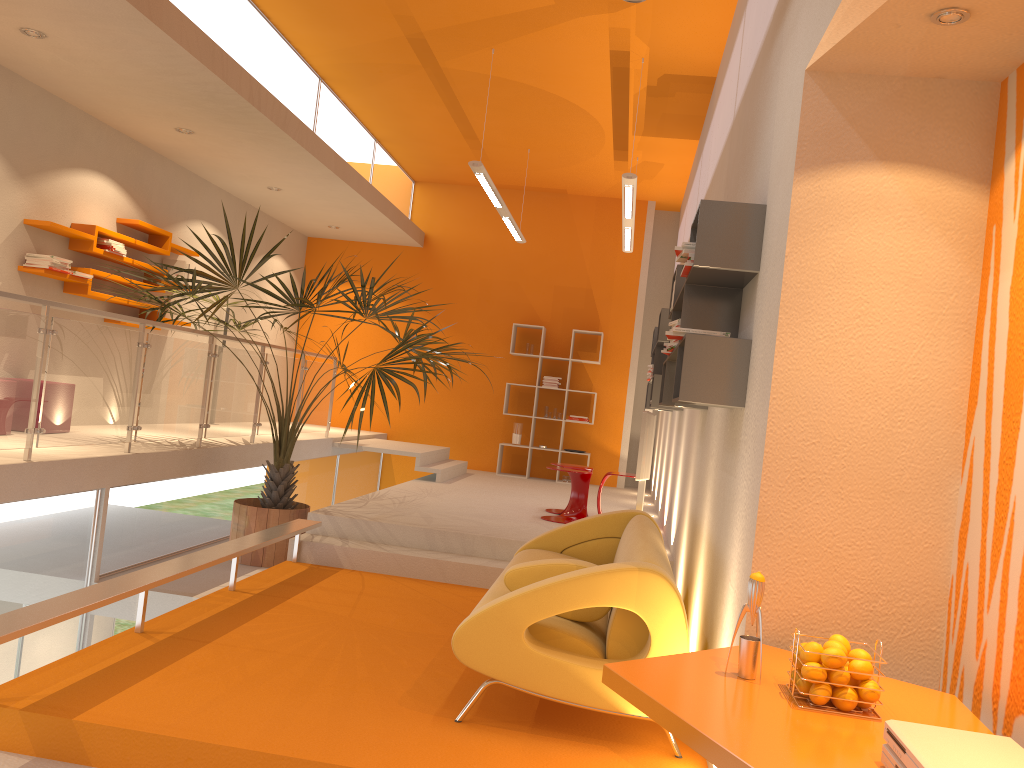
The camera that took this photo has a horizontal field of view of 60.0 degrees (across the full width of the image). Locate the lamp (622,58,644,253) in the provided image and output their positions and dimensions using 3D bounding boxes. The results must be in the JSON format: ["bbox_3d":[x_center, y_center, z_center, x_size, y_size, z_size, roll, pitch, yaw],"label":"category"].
[{"bbox_3d":[1.174,-2.060,8.527,0.120,1.052,3.195,6,-1,7],"label":"lamp"}]

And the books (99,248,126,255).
[{"bbox_3d":[-3.457,-1.132,7.539,0.268,0.011,0.190,6,-1,9],"label":"books"}]

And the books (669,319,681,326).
[{"bbox_3d":[0.908,-0.289,4.352,0.230,0.017,0.226,7,-1,-3],"label":"books"}]

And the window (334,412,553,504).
[{"bbox_3d":[-0.942,2.473,11.074,2.294,4.526,1.860,6,-1,7],"label":"window"}]

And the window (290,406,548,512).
[{"bbox_3d":[-1.475,2.362,10.356,0.993,4.599,4.234,6,-1,39],"label":"window"}]

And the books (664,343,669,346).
[{"bbox_3d":[0.930,-0.191,4.711,0.190,0.015,0.254,6,-1,24],"label":"books"}]

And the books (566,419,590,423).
[{"bbox_3d":[0.860,0.485,11.576,0.296,0.013,0.210,6,-1,7],"label":"books"}]

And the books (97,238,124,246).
[{"bbox_3d":[-3.465,-1.210,7.533,0.230,0.017,0.226,6,-1,7],"label":"books"}]

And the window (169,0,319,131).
[{"bbox_3d":[-2.056,-2.631,7.075,0.006,0.660,2.794,6,-1,7],"label":"window"}]

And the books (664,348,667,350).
[{"bbox_3d":[0.930,-0.163,4.707,0.190,0.011,0.268,6,-1,24],"label":"books"}]

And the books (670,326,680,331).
[{"bbox_3d":[0.895,-0.259,4.363,0.190,0.015,0.254,6,-1,-2],"label":"books"}]

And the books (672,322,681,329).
[{"bbox_3d":[0.893,-0.274,4.355,0.190,0.015,0.254,6,-1,4],"label":"books"}]

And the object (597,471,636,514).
[{"bbox_3d":[0.974,1.026,7.935,0.420,0.450,0.391,6,-1,7],"label":"object"}]

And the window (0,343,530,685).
[{"bbox_3d":[-1.760,1.874,7.623,0.481,5.399,8.922,6,-1,20],"label":"window"}]

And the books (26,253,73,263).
[{"bbox_3d":[-3.561,-0.969,6.832,0.226,0.017,0.230,6,-1,7],"label":"books"}]

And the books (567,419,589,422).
[{"bbox_3d":[0.866,0.473,11.575,0.268,0.011,0.190,6,-1,9],"label":"books"}]

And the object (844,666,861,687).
[{"bbox_3d":[0.859,0.747,2.257,0.051,0.053,0.062,7,-1,-40],"label":"object"}]

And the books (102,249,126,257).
[{"bbox_3d":[-3.463,-1.121,7.545,0.210,0.013,0.297,6,-1,7],"label":"books"}]

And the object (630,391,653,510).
[{"bbox_3d":[1.371,0.662,9.286,0.116,1.317,0.111,6,-1,4],"label":"object"}]

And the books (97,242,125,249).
[{"bbox_3d":[-3.454,-1.177,7.531,0.227,0.017,0.230,6,-1,2],"label":"books"}]

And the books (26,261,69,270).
[{"bbox_3d":[-3.561,-0.906,6.805,0.190,0.015,0.254,6,-1,3],"label":"books"}]

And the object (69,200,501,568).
[{"bbox_3d":[-1.635,0.085,7.101,3.098,2.600,3.241,6,-1,15],"label":"object"}]

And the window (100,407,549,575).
[{"bbox_3d":[-1.487,0.724,8.875,0.908,1.393,6.719,6,-1,27],"label":"window"}]

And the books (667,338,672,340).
[{"bbox_3d":[0.900,-0.218,4.350,0.230,0.017,0.226,7,-1,-3],"label":"books"}]

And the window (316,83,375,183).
[{"bbox_3d":[-1.760,-2.551,9.427,0.006,0.660,1.869,6,-1,7],"label":"window"}]

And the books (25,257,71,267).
[{"bbox_3d":[-3.566,-0.938,6.818,0.230,0.017,0.227,6,-1,2],"label":"books"}]

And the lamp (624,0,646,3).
[{"bbox_3d":[0.401,-2.269,2.389,0.120,1.052,3.195,6,-1,7],"label":"lamp"}]

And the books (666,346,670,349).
[{"bbox_3d":[0.934,-0.176,4.717,0.190,0.015,0.254,6,-1,18],"label":"books"}]

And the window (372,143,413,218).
[{"bbox_3d":[-1.522,-2.487,11.316,0.006,0.660,1.860,6,-1,7],"label":"window"}]

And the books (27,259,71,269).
[{"bbox_3d":[-3.556,-0.920,6.812,0.190,0.015,0.254,6,-1,9],"label":"books"}]

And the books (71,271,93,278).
[{"bbox_3d":[-3.533,-0.889,7.117,0.226,0.017,0.230,6,-1,7],"label":"books"}]

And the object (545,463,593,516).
[{"bbox_3d":[0.539,0.984,8.268,0.391,0.450,0.420,7,-1,-23],"label":"object"}]

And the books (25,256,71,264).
[{"bbox_3d":[-3.569,-0.954,6.820,0.254,0.015,0.190,6,-1,14],"label":"books"}]

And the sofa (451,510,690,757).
[{"bbox_3d":[0.351,1.053,4.408,0.929,0.706,2.081,6,-1,7],"label":"sofa"}]

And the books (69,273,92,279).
[{"bbox_3d":[-3.541,-0.874,7.104,0.254,0.015,0.190,6,-1,14],"label":"books"}]

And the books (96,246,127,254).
[{"bbox_3d":[-3.446,-1.144,7.539,0.254,0.015,0.190,6,-1,3],"label":"books"}]

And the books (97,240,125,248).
[{"bbox_3d":[-3.455,-1.193,7.527,0.190,0.015,0.254,6,-1,14],"label":"books"}]

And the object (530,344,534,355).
[{"bbox_3d":[-1.428,1.937,8.566,0.351,5.384,6.779,6,-1,27],"label":"object"}]

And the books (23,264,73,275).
[{"bbox_3d":[-3.563,-0.881,6.818,0.210,0.013,0.297,6,-1,7],"label":"books"}]

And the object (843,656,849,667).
[{"bbox_3d":[0.872,0.739,2.319,0.053,0.054,0.061,6,-1,-2],"label":"object"}]

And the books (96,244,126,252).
[{"bbox_3d":[-3.451,-1.160,7.543,0.254,0.015,0.190,6,-1,9],"label":"books"}]

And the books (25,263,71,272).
[{"bbox_3d":[-3.563,-0.893,6.815,0.190,0.011,0.268,6,-1,9],"label":"books"}]

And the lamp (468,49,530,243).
[{"bbox_3d":[-0.038,-2.194,8.684,0.120,1.052,3.195,6,-1,7],"label":"lamp"}]

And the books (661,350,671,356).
[{"bbox_3d":[0.927,-0.151,4.703,0.210,0.013,0.297,6,-1,22],"label":"books"}]

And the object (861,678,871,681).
[{"bbox_3d":[0.889,0.754,2.262,0.051,0.055,0.061,6,-1,22],"label":"object"}]

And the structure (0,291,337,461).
[{"bbox_3d":[-2.769,-0.045,4.457,0.195,0.900,11.050,6,-1,7],"label":"structure"}]
